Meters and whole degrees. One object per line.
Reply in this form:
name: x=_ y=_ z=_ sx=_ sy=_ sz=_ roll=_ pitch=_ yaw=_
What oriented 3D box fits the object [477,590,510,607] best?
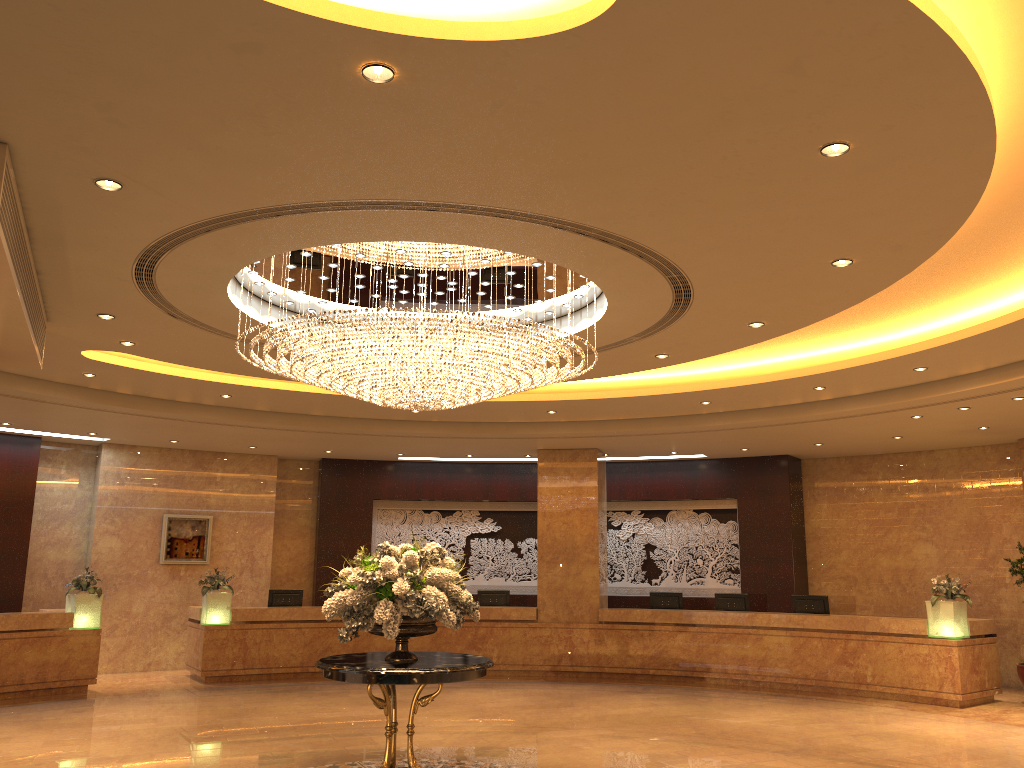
object: x=-0.340 y=4.034 z=16.279 sx=0.531 sy=0.500 sz=0.430 roll=-8 pitch=-15 yaw=37

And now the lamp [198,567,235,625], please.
lamp: x=-4.907 y=3.503 z=14.695 sx=0.577 sy=0.925 sz=0.542 roll=5 pitch=-13 yaw=-22

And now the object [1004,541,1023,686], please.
object: x=7.707 y=3.398 z=12.811 sx=1.250 sy=2.363 sz=0.843 roll=11 pitch=-16 yaw=-42

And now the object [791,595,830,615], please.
object: x=4.889 y=3.708 z=14.505 sx=0.430 sy=0.500 sz=0.531 roll=4 pitch=-12 yaw=-16

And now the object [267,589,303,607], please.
object: x=-3.977 y=3.856 z=15.552 sx=0.531 sy=0.500 sz=0.430 roll=-2 pitch=-12 yaw=13

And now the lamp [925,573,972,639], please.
lamp: x=6.277 y=3.156 z=12.662 sx=0.606 sy=0.897 sz=0.532 roll=-11 pitch=-16 yaw=43

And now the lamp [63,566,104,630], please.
lamp: x=-6.510 y=3.232 z=13.450 sx=0.570 sy=0.923 sz=0.580 roll=6 pitch=-13 yaw=-27

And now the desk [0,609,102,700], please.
desk: x=-8.000 y=3.666 z=11.716 sx=1.570 sy=1.155 sz=5.227 roll=-6 pitch=-13 yaw=29

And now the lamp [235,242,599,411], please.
lamp: x=-0.826 y=-0.362 z=8.055 sx=3.206 sy=1.196 sz=3.204 roll=-2 pitch=-12 yaw=12

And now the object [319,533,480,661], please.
object: x=-0.924 y=1.836 z=7.596 sx=1.277 sy=0.999 sz=1.318 roll=-1 pitch=-12 yaw=6

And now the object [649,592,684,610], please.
object: x=2.735 y=3.936 z=15.689 sx=0.430 sy=0.500 sz=0.531 roll=7 pitch=-13 yaw=-27

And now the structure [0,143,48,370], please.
structure: x=-3.884 y=-0.764 z=6.694 sx=0.425 sy=0.483 sz=4.113 roll=6 pitch=-13 yaw=-24

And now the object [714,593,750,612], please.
object: x=3.781 y=3.845 z=15.207 sx=0.430 sy=0.500 sz=0.531 roll=5 pitch=-13 yaw=-21

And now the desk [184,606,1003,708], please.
desk: x=0.916 y=4.395 z=14.909 sx=12.951 sy=1.155 sz=3.466 roll=-2 pitch=-12 yaw=10

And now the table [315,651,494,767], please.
table: x=-0.902 y=2.853 z=7.366 sx=1.493 sy=1.089 sz=1.493 roll=7 pitch=-14 yaw=-30

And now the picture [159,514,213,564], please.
picture: x=-6.001 y=2.867 z=16.363 sx=0.875 sy=0.890 sz=0.068 roll=8 pitch=-14 yaw=-32
